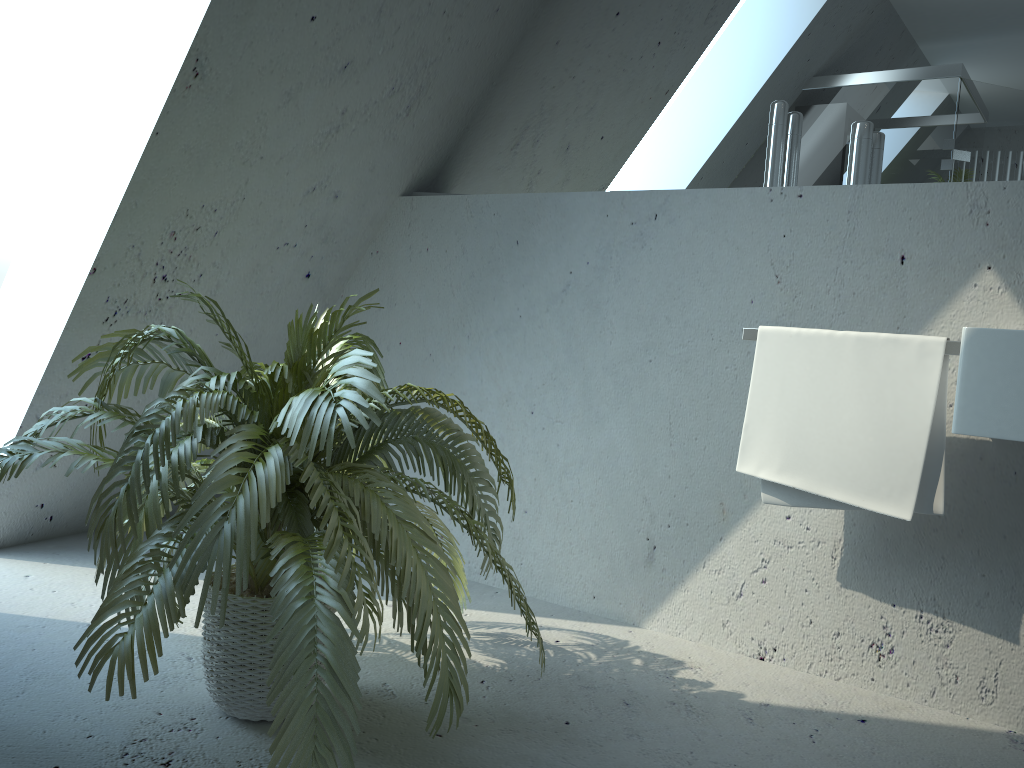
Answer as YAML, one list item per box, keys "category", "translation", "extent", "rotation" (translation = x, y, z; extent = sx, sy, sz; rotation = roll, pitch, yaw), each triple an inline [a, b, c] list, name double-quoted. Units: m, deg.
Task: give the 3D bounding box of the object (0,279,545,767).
- category: "object"
  translation: [-0.481, 0.239, 1.836]
  extent: [1.132, 0.893, 1.112]
  rotation: [5, 5, 11]

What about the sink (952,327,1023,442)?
- category: "sink"
  translation: [1.290, 0.046, 1.639]
  extent: [0.800, 0.526, 0.429]
  rotation: [7, 6, 34]

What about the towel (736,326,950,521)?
- category: "towel"
  translation: [0.742, 0.094, 2.006]
  extent: [0.455, 0.429, 0.063]
  rotation: [7, 6, 35]

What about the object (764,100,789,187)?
- category: "object"
  translation: [0.687, -0.619, 2.309]
  extent: [0.045, 0.225, 0.045]
  rotation: [5, 5, 18]

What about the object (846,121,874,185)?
- category: "object"
  translation: [0.860, -0.566, 2.194]
  extent: [0.052, 0.160, 0.052]
  rotation: [5, 5, 18]

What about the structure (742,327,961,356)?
- category: "structure"
  translation: [0.805, -0.100, 2.065]
  extent: [0.480, 0.030, 0.206]
  rotation: [7, 6, 34]
